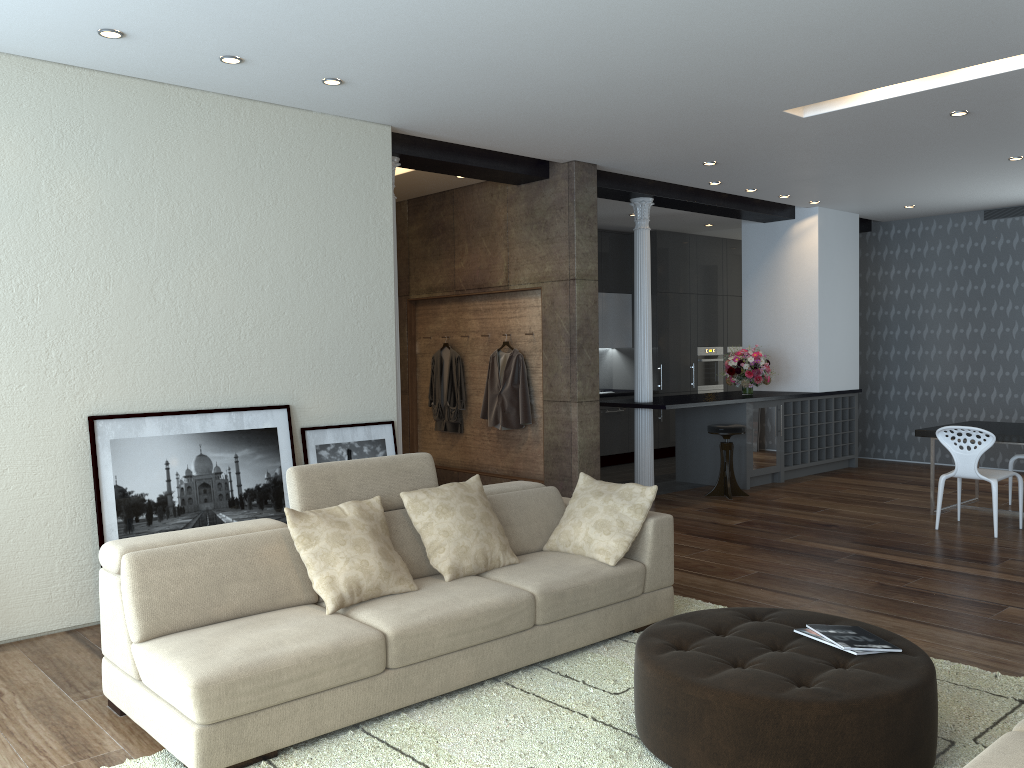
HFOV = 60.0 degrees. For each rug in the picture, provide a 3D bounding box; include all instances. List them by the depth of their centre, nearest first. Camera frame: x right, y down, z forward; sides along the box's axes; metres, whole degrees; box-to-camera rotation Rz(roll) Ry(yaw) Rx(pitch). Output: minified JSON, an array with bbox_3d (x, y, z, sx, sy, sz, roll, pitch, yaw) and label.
[{"bbox_3d":[0.344,1.344,2.671,4.231,0.020,2.972,-3,3,-42],"label":"rug"}]

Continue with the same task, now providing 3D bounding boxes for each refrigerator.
[{"bbox_3d":[2.637,0.559,9.279,0.578,0.774,0.075,-3,3,-38],"label":"refrigerator"}]

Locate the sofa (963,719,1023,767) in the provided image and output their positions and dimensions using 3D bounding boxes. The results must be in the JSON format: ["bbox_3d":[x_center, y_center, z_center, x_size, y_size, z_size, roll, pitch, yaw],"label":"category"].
[{"bbox_3d":[1.534,0.888,1.961,2.581,0.950,1.021,-3,3,-42],"label":"sofa"}]

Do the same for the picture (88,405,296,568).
[{"bbox_3d":[-1.762,0.723,5.110,1.183,1.140,0.225,-3,3,-42],"label":"picture"}]

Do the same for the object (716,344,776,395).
[{"bbox_3d":[2.556,-0.156,9.636,0.544,0.552,0.570,-2,3,-36],"label":"object"}]

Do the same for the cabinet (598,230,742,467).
[{"bbox_3d":[1.728,-0.515,11.890,7.409,2.980,0.827,-3,3,-42],"label":"cabinet"}]

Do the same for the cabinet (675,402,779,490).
[{"bbox_3d":[2.329,0.612,9.585,0.642,0.897,0.900,-3,3,-42],"label":"cabinet"}]

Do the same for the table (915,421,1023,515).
[{"bbox_3d":[5.018,0.763,6.703,1.200,0.733,3.400,-3,3,-42],"label":"table"}]

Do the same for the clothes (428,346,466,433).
[{"bbox_3d":[-0.657,0.055,8.683,0.141,0.855,0.569,-3,3,-41],"label":"clothes"}]

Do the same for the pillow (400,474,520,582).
[{"bbox_3d":[-0.252,0.696,4.331,0.301,0.439,0.534,1,3,45],"label":"pillow"}]

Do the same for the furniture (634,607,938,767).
[{"bbox_3d":[0.983,1.125,3.268,1.057,0.355,1.057,-3,3,-40],"label":"furniture"}]

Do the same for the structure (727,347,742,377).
[{"bbox_3d":[3.111,-0.317,12.975,0.595,0.452,0.528,-3,3,-42],"label":"structure"}]

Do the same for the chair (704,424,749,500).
[{"bbox_3d":[3.713,0.965,5.723,16.134,0.952,21.556,-3,3,-42],"label":"chair"}]

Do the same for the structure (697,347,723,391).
[{"bbox_3d":[2.587,-0.221,12.517,0.595,0.596,0.591,-3,3,-42],"label":"structure"}]

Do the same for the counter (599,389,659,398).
[{"bbox_3d":[0.311,0.255,10.655,3.597,0.223,0.807,-3,3,-42],"label":"counter"}]

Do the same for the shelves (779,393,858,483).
[{"bbox_3d":[3.201,0.570,10.364,1.700,0.897,0.900,-3,3,-42],"label":"shelves"}]

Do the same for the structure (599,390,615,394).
[{"bbox_3d":[0.788,0.124,11.021,0.900,0.066,0.520,-3,3,-42],"label":"structure"}]

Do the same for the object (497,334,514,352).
[{"bbox_3d":[-0.054,-0.342,7.993,0.010,0.219,0.430,-3,3,-42],"label":"object"}]

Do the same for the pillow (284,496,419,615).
[{"bbox_3d":[-0.709,0.729,3.906,0.368,0.416,0.519,1,3,44],"label":"pillow"}]

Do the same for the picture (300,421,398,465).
[{"bbox_3d":[-1.009,0.760,5.802,0.700,0.988,0.195,-3,3,-42],"label":"picture"}]

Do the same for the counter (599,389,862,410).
[{"bbox_3d":[2.449,0.138,9.681,3.700,0.040,1.000,-3,3,-42],"label":"counter"}]

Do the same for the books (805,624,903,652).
[{"bbox_3d":[1.255,0.936,3.274,0.220,0.040,0.301,-1,2,-7],"label":"books"}]

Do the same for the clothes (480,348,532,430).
[{"bbox_3d":[-0.066,0.046,8.006,0.173,0.735,0.700,-3,3,-43],"label":"clothes"}]

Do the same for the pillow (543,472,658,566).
[{"bbox_3d":[0.474,0.694,4.661,0.518,0.393,0.395,1,3,45],"label":"pillow"}]

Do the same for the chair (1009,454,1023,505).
[{"bbox_3d":[4.832,0.667,7.964,0.581,0.835,0.495,-3,3,-42],"label":"chair"}]

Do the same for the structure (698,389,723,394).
[{"bbox_3d":[2.596,0.379,12.539,0.595,0.596,0.591,-3,3,-42],"label":"structure"}]

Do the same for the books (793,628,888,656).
[{"bbox_3d":[1.230,0.944,3.271,0.219,0.031,0.300,-2,2,-27],"label":"books"}]

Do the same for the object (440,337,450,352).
[{"bbox_3d":[-0.646,-0.359,8.673,0.010,0.219,0.430,-3,3,-42],"label":"object"}]

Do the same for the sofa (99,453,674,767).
[{"bbox_3d":[-0.430,0.835,4.157,2.581,0.950,1.021,-3,3,-42],"label":"sofa"}]

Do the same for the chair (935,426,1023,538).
[{"bbox_3d":[3.617,0.724,6.916,0.581,0.835,0.495,-3,3,-42],"label":"chair"}]
